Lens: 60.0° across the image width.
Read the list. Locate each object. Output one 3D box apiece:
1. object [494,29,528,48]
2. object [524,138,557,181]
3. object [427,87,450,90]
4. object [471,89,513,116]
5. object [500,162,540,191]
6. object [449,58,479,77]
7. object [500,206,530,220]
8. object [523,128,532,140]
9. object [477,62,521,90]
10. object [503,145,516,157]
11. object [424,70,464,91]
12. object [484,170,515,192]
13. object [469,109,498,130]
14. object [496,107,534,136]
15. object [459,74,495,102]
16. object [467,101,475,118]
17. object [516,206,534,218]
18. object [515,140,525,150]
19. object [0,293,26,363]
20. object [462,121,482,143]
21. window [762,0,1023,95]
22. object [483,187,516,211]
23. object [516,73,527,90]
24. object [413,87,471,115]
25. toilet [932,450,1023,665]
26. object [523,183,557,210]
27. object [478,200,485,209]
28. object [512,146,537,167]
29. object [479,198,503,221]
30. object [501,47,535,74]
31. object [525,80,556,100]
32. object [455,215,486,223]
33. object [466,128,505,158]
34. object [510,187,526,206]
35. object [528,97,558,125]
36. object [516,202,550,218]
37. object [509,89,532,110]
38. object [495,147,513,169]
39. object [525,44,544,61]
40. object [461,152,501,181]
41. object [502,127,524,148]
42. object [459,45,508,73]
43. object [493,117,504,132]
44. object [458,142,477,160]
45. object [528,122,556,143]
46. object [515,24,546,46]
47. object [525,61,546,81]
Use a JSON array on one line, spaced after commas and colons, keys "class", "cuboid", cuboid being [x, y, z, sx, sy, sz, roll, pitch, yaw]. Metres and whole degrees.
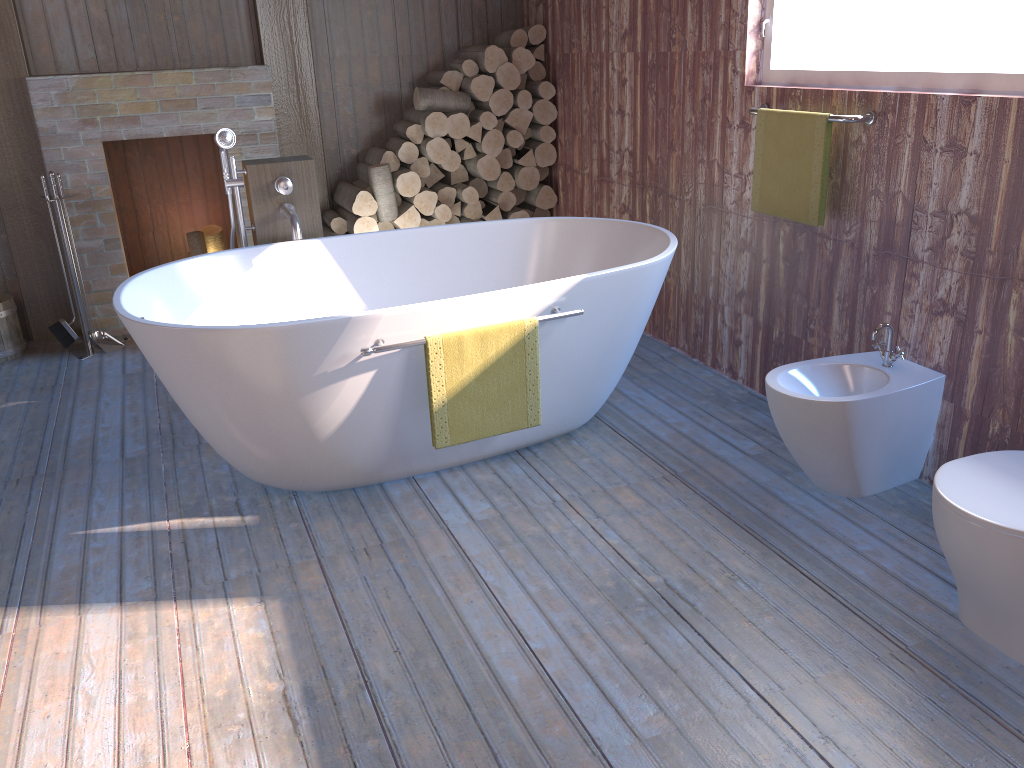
[{"class": "object", "cuboid": [-0.009, -1.907, 4.938, 0.104, 0.121, 0.270, -10, 22, -19]}, {"class": "object", "cuboid": [0.111, -1.306, 5.179, 0.137, 0.256, 0.439, -10, 22, -19]}, {"class": "object", "cuboid": [-0.425, -1.592, 4.942, 0.113, 0.130, 0.291, -10, 22, -19]}, {"class": "object", "cuboid": [-0.137, -1.578, 4.962, 0.143, 0.151, 0.440, -10, 22, -19]}, {"class": "object", "cuboid": [0.009, -1.220, 5.164, 0.137, 0.133, 0.437, -11, 23, -21]}, {"class": "object", "cuboid": [-0.263, -1.727, 4.841, 0.094, 0.097, 0.227, -10, 22, -19]}, {"class": "object", "cuboid": [-0.038, -0.992, 5.225, 0.138, 0.147, 0.440, -10, 22, -19]}, {"class": "object", "cuboid": [0.044, -1.463, 5.133, 0.088, 0.092, 0.280, -10, 22, -19]}, {"class": "object", "cuboid": [-0.107, -1.712, 4.927, 0.141, 0.143, 0.437, -11, 23, -21]}, {"class": "object", "cuboid": [-0.042, -1.338, 5.075, 0.065, 0.069, 0.177, -11, 22, -20]}, {"class": "object", "cuboid": [-0.379, -1.681, 4.931, 0.140, 0.121, 0.319, -10, 22, -18]}, {"class": "object", "cuboid": [-0.095, -1.179, 5.097, 0.114, 0.113, 0.301, -11, 23, -22]}, {"class": "object", "cuboid": [-0.206, -1.490, 4.960, 0.102, 0.109, 0.438, -10, 22, -19]}, {"class": "object", "cuboid": [-0.044, -1.508, 5.060, 0.172, 0.151, 0.482, -10, 22, -19]}, {"class": "object", "cuboid": [-0.239, -1.650, 4.912, 0.139, 0.148, 0.458, -10, 22, -19]}, {"class": "object", "cuboid": [-0.312, -1.568, 5.001, 0.121, 0.124, 0.291, -10, 22, -19]}, {"class": "object", "cuboid": [0.039, -1.026, 5.295, 0.088, 0.092, 0.280, -11, 22, -20]}, {"class": "object", "cuboid": [0.011, -1.383, 5.083, 0.067, 0.069, 0.177, -10, 22, -20]}, {"class": "object", "cuboid": [-2.602, -0.270, 4.387, 0.309, 0.290, 0.308, -7, 21, -10]}, {"class": "object", "cuboid": [-0.285, -1.409, 4.955, 0.109, 0.124, 0.424, -11, 22, -20]}, {"class": "window", "cuboid": [1.172, -1.205, 2.705, 0.054, 0.587, 1.255, -10, 22, -19]}, {"class": "object", "cuboid": [-0.087, -1.077, 5.132, 0.116, 0.117, 0.289, -11, 23, -22]}, {"class": "object", "cuboid": [-0.030, -1.728, 5.070, 0.132, 0.119, 0.319, -10, 22, -18]}, {"class": "object", "cuboid": [-0.374, -1.520, 4.763, 0.302, 0.157, 0.121, -10, 22, -19]}, {"class": "toilet", "cuboid": [1.205, 0.407, 2.027, 0.534, 0.400, 0.375, -10, 22, -19]}, {"class": "object", "cuboid": [0.105, -1.134, 5.252, 0.139, 0.137, 0.455, -11, 23, -21]}, {"class": "object", "cuboid": [-0.204, -1.042, 5.111, 0.054, 0.056, 0.146, -10, 22, -19]}, {"class": "object", "cuboid": [0.007, -1.327, 5.116, 0.115, 0.112, 0.423, -10, 22, -19]}, {"class": "object", "cuboid": [-0.180, -1.019, 5.144, 0.115, 0.112, 0.423, -10, 22, -19]}, {"class": "object", "cuboid": [-0.018, -1.808, 4.953, 0.133, 0.142, 0.456, -10, 22, -19]}, {"class": "object", "cuboid": [0.112, -1.677, 5.033, 0.102, 0.109, 0.438, -10, 22, -19]}, {"class": "object", "cuboid": [-0.260, -0.924, 5.167, 0.139, 0.148, 0.458, -10, 22, -19]}, {"class": "object", "cuboid": [-0.181, -1.375, 5.017, 0.136, 0.157, 0.439, -10, 22, -19]}, {"class": "object", "cuboid": [-0.031, -1.138, 5.282, 0.118, 0.106, 0.319, -11, 23, -22]}, {"class": "object", "cuboid": [0.103, -1.571, 5.072, 0.147, 0.152, 0.439, -10, 22, -19]}, {"class": "object", "cuboid": [0.111, -1.048, 5.325, 0.114, 0.113, 0.301, -11, 23, -22]}, {"class": "object", "cuboid": [-0.008, -1.613, 5.003, 0.089, 0.106, 0.437, -10, 22, -19]}, {"class": "object", "cuboid": [-0.105, -1.301, 5.060, 0.111, 0.118, 0.302, -11, 22, -20]}, {"class": "object", "cuboid": [0.090, -1.874, 5.012, 0.081, 0.100, 0.281, -11, 22, -20]}, {"class": "object", "cuboid": [-0.215, -1.252, 5.046, 0.141, 0.143, 0.437, -11, 23, -21]}, {"class": "object", "cuboid": [-0.062, -1.417, 5.051, 0.102, 0.109, 0.438, -10, 22, -19]}, {"class": "object", "cuboid": [-0.165, -1.794, 4.892, 0.135, 0.139, 0.456, -10, 22, -19]}, {"class": "object", "cuboid": [-0.128, -1.453, 4.986, 0.095, 0.090, 0.278, -10, 22, -18]}, {"class": "object", "cuboid": [-0.280, -1.328, 4.995, 0.085, 0.096, 0.280, -10, 22, -19]}, {"class": "object", "cuboid": [0.118, -1.460, 5.115, 0.102, 0.109, 0.438, -10, 22, -19]}, {"class": "object", "cuboid": [0.088, -1.948, 4.967, 0.112, 0.113, 0.271, -10, 22, -20]}, {"class": "object", "cuboid": [0.092, -1.777, 5.030, 0.107, 0.115, 0.269, -10, 22, -19]}]
